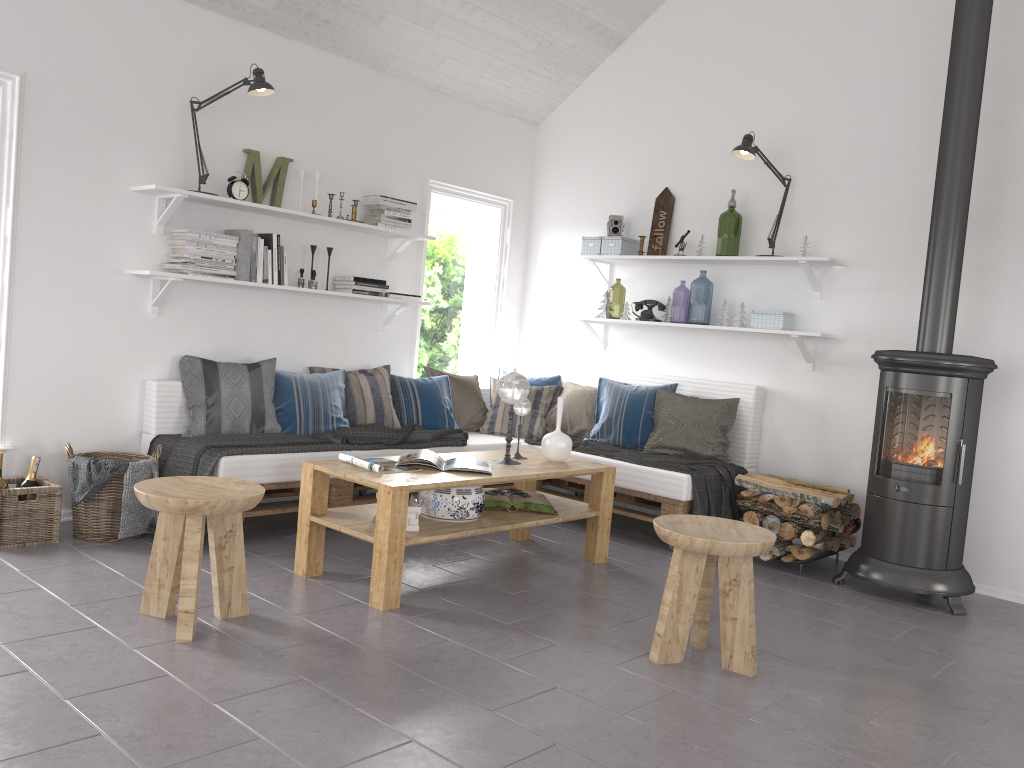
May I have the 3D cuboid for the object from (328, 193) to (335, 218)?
[{"bbox_3d":[-1.041,-1.021,5.089,0.055,0.153,0.055,6,4,20],"label":"object"}]

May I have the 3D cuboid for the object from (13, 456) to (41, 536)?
[{"bbox_3d":[-2.205,0.505,4.009,0.094,0.361,0.127,8,4,42],"label":"object"}]

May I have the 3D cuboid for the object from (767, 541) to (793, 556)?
[{"bbox_3d":[1.530,0.854,4.765,0.097,0.056,0.562,8,4,42],"label":"object"}]

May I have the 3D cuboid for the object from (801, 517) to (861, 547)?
[{"bbox_3d":[1.667,0.764,4.662,0.520,0.142,0.118,2,5,-44],"label":"object"}]

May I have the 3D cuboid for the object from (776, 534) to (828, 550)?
[{"bbox_3d":[1.428,0.800,4.687,0.468,0.069,0.095,8,4,42],"label":"object"}]

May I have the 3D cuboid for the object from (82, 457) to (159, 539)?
[{"bbox_3d":[-1.835,0.509,4.120,0.349,0.356,0.290,7,4,36],"label":"object"}]

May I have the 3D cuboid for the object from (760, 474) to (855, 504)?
[{"bbox_3d":[1.576,0.565,4.810,0.541,0.070,0.101,8,5,43],"label":"object"}]

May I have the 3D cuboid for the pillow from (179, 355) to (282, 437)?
[{"bbox_3d":[-1.482,0.074,4.676,0.534,0.444,0.301,3,4,-31],"label":"pillow"}]

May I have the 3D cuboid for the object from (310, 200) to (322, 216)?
[{"bbox_3d":[-1.105,-0.985,4.952,0.088,0.085,0.088,3,4,-25],"label":"object"}]

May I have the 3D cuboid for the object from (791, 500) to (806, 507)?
[{"bbox_3d":[1.590,0.617,4.696,0.044,0.034,0.425,8,4,42],"label":"object"}]

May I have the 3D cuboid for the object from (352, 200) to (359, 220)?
[{"bbox_3d":[-0.931,-1.021,5.258,0.055,0.153,0.055,6,3,10],"label":"object"}]

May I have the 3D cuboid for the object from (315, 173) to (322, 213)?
[{"bbox_3d":[-1.123,-1.081,5.096,0.084,0.256,0.084,6,3,11],"label":"object"}]

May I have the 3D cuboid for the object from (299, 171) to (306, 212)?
[{"bbox_3d":[-1.207,-1.087,5.073,0.084,0.256,0.084,6,3,11],"label":"object"}]

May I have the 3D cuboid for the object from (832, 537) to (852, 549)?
[{"bbox_3d":[1.556,0.803,4.826,0.562,0.063,0.095,8,5,43],"label":"object"}]

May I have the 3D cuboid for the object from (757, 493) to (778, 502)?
[{"bbox_3d":[1.479,0.601,4.815,0.467,0.060,0.098,2,5,-45],"label":"object"}]

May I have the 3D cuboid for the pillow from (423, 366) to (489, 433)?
[{"bbox_3d":[-0.344,0.115,5.918,0.545,0.438,0.334,2,4,-43],"label":"pillow"}]

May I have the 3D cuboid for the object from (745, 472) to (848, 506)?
[{"bbox_3d":[1.499,0.559,4.739,0.562,0.074,0.095,8,5,43],"label":"object"}]

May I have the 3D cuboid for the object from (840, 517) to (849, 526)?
[{"bbox_3d":[1.563,0.682,4.839,0.539,0.070,0.101,8,5,43],"label":"object"}]

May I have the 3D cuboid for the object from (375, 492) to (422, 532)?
[{"bbox_3d":[-0.482,0.536,3.725,0.155,0.102,0.281,4,3,-15],"label":"object"}]

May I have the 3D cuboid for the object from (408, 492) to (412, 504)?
[{"bbox_3d":[-0.488,0.510,3.789,0.090,0.139,0.182,5,3,7],"label":"object"}]

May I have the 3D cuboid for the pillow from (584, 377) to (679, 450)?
[{"bbox_3d":[0.738,0.184,5.502,0.526,0.428,0.311,6,4,21],"label":"pillow"}]

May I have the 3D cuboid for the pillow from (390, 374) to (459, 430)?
[{"bbox_3d":[-0.573,0.145,5.568,0.523,0.408,0.341,3,4,-32],"label":"pillow"}]

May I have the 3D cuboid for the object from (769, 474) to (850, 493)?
[{"bbox_3d":[1.626,0.567,4.878,0.467,0.063,0.095,8,4,42],"label":"object"}]

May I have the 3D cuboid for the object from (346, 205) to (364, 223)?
[{"bbox_3d":[-0.921,-0.988,5.164,0.124,0.100,0.124,3,4,-25],"label":"object"}]

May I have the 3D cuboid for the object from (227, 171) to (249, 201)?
[{"bbox_3d":[-1.444,-1.038,4.676,0.050,0.165,0.120,8,4,42],"label":"object"}]

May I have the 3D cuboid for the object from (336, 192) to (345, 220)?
[{"bbox_3d":[-0.980,-1.019,5.086,0.066,0.160,0.066,7,4,29],"label":"object"}]

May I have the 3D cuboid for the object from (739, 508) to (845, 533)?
[{"bbox_3d":[1.475,0.701,4.706,0.562,0.063,0.095,8,5,43],"label":"object"}]

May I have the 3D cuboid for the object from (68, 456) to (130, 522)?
[{"bbox_3d":[-1.868,0.492,4.072,0.303,0.332,0.367,5,3,-2],"label":"object"}]

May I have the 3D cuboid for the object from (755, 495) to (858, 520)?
[{"bbox_3d":[1.579,0.645,4.800,0.562,0.057,0.097,8,4,42],"label":"object"}]

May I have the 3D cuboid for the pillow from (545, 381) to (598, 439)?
[{"bbox_3d":[0.441,0.195,5.787,0.521,0.381,0.366,8,4,39],"label":"pillow"}]

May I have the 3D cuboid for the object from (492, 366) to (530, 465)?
[{"bbox_3d":[-0.004,0.146,4.244,0.155,0.468,0.155,6,4,21],"label":"object"}]

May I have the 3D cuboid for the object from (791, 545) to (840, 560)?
[{"bbox_3d":[1.616,0.874,4.684,0.096,0.060,0.467,8,4,42],"label":"object"}]

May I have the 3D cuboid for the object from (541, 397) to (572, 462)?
[{"bbox_3d":[0.231,0.228,4.435,0.155,0.325,0.155,6,3,13],"label":"object"}]

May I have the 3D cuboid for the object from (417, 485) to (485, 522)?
[{"bbox_3d":[-0.273,0.514,3.967,0.302,0.161,0.302,8,4,38],"label":"object"}]

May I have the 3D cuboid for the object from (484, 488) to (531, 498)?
[{"bbox_3d":[-0.012,0.528,4.268,0.176,0.029,0.195,2,4,-38],"label":"object"}]

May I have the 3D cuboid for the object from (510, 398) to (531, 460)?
[{"bbox_3d":[0.040,0.208,4.440,0.109,0.329,0.109,6,3,11],"label":"object"}]

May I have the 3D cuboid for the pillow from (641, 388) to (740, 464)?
[{"bbox_3d":[1.060,0.252,5.228,0.519,0.395,0.334,6,4,20],"label":"pillow"}]

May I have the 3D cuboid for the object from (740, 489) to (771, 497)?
[{"bbox_3d":[1.414,0.590,4.867,0.098,0.061,0.467,8,5,43],"label":"object"}]

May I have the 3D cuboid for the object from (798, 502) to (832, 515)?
[{"bbox_3d":[1.647,0.626,4.657,0.098,0.088,0.466,8,5,43],"label":"object"}]

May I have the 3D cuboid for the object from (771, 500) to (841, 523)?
[{"bbox_3d":[1.478,0.663,4.744,0.538,0.082,0.099,8,4,42],"label":"object"}]

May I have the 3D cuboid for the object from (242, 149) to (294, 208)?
[{"bbox_3d":[-1.375,-1.118,4.908,0.052,0.311,0.330,8,4,42],"label":"object"}]

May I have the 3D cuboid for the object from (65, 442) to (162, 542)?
[{"bbox_3d":[-1.871,0.493,4.144,0.393,0.432,0.393,7,4,29],"label":"object"}]

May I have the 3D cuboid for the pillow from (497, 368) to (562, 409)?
[{"bbox_3d":[0.101,0.125,6.193,0.534,0.437,0.287,6,3,15],"label":"pillow"}]

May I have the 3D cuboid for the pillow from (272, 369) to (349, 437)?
[{"bbox_3d":[-1.149,0.117,4.980,0.525,0.401,0.331,3,4,-29],"label":"pillow"}]

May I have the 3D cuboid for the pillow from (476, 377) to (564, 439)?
[{"bbox_3d":[0.052,0.177,5.903,0.516,0.392,0.358,6,3,11],"label":"pillow"}]

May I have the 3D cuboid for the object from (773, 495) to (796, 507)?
[{"bbox_3d":[1.545,0.609,4.754,0.096,0.068,0.467,8,4,42],"label":"object"}]

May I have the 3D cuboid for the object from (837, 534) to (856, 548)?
[{"bbox_3d":[1.623,0.807,4.909,0.569,0.078,0.115,8,5,43],"label":"object"}]

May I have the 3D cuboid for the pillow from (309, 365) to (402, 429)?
[{"bbox_3d":[-0.912,0.099,5.280,0.546,0.438,0.316,3,4,-35],"label":"pillow"}]
